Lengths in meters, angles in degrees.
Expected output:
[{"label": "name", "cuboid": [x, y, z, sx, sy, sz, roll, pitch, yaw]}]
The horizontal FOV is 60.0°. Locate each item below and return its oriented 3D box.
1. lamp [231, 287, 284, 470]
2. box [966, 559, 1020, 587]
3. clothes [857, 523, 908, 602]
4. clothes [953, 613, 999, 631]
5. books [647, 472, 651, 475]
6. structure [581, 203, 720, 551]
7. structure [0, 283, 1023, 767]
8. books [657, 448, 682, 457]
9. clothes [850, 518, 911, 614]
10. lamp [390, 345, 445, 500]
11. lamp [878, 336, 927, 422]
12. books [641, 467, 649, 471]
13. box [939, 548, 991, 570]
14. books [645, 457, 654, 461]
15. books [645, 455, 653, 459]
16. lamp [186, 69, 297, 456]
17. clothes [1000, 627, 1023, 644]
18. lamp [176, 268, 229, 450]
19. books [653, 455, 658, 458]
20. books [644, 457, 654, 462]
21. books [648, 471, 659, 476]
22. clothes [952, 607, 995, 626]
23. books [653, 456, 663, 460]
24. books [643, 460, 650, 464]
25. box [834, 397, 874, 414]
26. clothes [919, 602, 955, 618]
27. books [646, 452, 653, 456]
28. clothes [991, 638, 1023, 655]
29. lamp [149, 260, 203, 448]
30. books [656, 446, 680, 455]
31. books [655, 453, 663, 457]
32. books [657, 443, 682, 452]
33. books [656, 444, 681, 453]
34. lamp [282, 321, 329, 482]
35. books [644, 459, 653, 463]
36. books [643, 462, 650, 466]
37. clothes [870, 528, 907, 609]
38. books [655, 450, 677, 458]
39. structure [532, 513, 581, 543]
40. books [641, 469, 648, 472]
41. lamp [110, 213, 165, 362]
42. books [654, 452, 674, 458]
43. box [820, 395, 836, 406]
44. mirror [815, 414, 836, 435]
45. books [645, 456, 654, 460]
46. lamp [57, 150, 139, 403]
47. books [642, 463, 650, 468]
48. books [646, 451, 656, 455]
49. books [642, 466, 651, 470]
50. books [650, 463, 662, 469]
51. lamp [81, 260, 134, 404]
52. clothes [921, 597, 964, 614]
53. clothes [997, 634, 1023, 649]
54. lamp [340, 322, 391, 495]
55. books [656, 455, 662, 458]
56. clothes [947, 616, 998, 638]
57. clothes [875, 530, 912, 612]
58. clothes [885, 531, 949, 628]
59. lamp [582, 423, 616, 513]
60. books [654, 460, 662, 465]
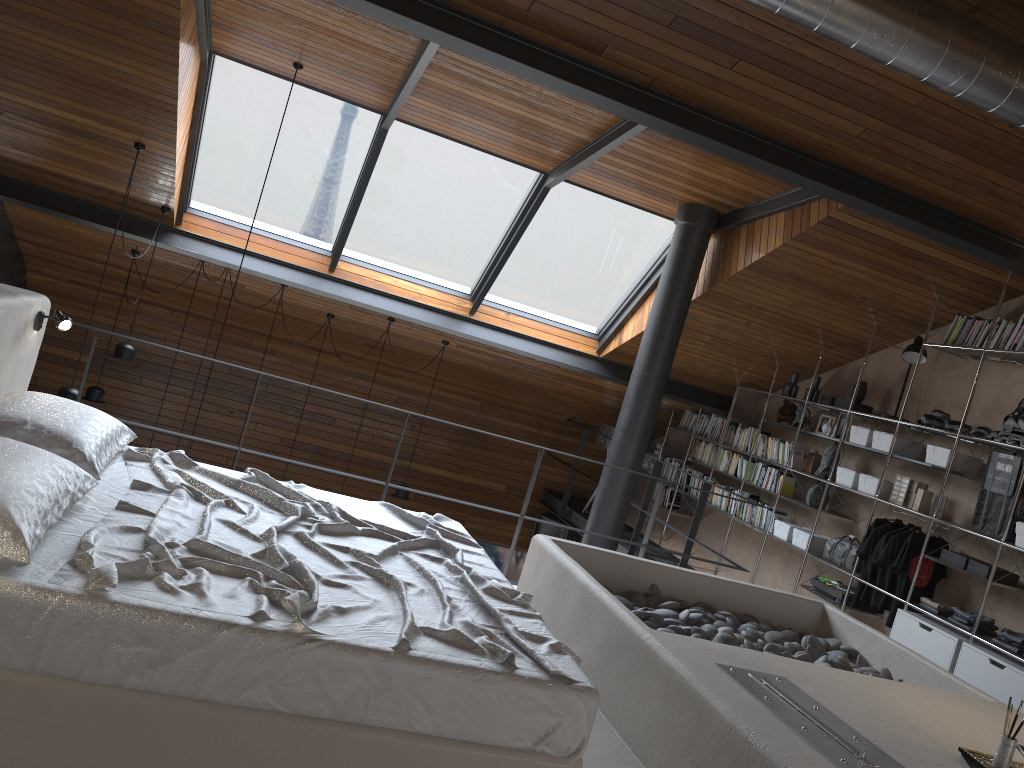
[{"label": "lamp", "cuboid": [-2.353, 0.089, 8.059, 0.210, 2.034, 0.210, 17, 2, 21]}, {"label": "box", "cuboid": [2.963, 1.166, 5.468, 0.208, 0.079, 0.207, 16, 2, -5]}, {"label": "clothes", "cuboid": [2.635, 1.277, 6.286, 0.488, 0.586, 0.074, 16, 2, -24]}, {"label": "clothes", "cuboid": [2.859, 1.472, 5.484, 0.215, 0.047, 0.191, 16, 2, -17]}, {"label": "books", "cuboid": [1.633, 1.023, 9.773, 0.252, 0.016, 0.182, 16, 2, -11]}, {"label": "structure", "cuboid": [0.724, 1.376, 6.716, 1.197, 5.700, 1.689, 16, 2, -17]}, {"label": "structure", "cuboid": [0.069, 0.823, 3.254, 4.613, 1.120, 2.634, 16, 2, -17]}, {"label": "books", "cuboid": [1.738, 0.762, 9.761, 0.234, 0.028, 0.180, 16, 2, -17]}, {"label": "clothes", "cuboid": [2.632, 1.298, 6.330, 0.424, 0.689, 0.090, 16, 2, -18]}, {"label": "lamp", "cuboid": [-0.882, 0.369, 8.760, 0.210, 1.565, 0.210, 17, 2, 21]}, {"label": "lamp", "cuboid": [2.951, -0.041, 6.637, 0.233, 0.660, 0.322, 18, 2, 36]}, {"label": "books", "cuboid": [1.584, 0.984, 10.043, 0.234, 0.016, 0.182, 16, 2, -22]}, {"label": "box", "cuboid": [2.908, 1.143, 5.695, 0.208, 0.079, 0.207, 16, 2, -18]}, {"label": "books", "cuboid": [1.633, 0.866, 10.057, 0.208, 0.013, 0.161, 16, 2, -12]}, {"label": "books", "cuboid": [1.626, 0.834, 10.042, 0.268, 0.025, 0.176, 16, 2, -17]}, {"label": "lamp", "cuboid": [-1.912, -0.608, 6.068, 0.210, 3.208, 0.210, 17, 2, 6]}, {"label": "clothes", "cuboid": [2.975, 1.481, 5.159, 0.203, 0.049, 0.184, 16, 2, -17]}, {"label": "lamp", "cuboid": [-2.714, -0.007, 7.607, 0.210, 2.273, 0.210, 17, 2, 21]}, {"label": "books", "cuboid": [1.692, 0.830, 9.765, 0.254, 0.012, 0.158, 16, 2, -5]}, {"label": "books", "cuboid": [1.620, 0.875, 10.052, 0.206, 0.012, 0.161, 16, 2, -27]}, {"label": "books", "cuboid": [1.645, 1.011, 9.758, 0.247, 0.016, 0.182, 16, 2, -17]}, {"label": "clothes", "cuboid": [2.870, 1.444, 5.500, 0.200, 0.052, 0.194, 16, 2, -15]}, {"label": "books", "cuboid": [1.691, 0.850, 9.756, 0.288, 0.025, 0.175, 16, 2, -11]}, {"label": "books", "cuboid": [1.615, 0.907, 10.030, 0.234, 0.016, 0.182, 16, 2, -27]}, {"label": "box", "cuboid": [2.732, 0.184, 7.098, 0.208, 0.079, 0.207, 16, 2, -20]}, {"label": "clothes", "cuboid": [2.796, 1.472, 5.745, 0.248, 0.043, 0.190, 16, 2, -8]}, {"label": "books", "cuboid": [1.626, 0.814, 10.050, 0.231, 0.012, 0.159, 16, 2, -12]}, {"label": "clothes", "cuboid": [2.958, 1.534, 5.169, 0.242, 0.048, 0.207, 16, 2, -20]}, {"label": "lamp", "cuboid": [-2.943, -0.152, 7.694, 0.210, 2.036, 0.210, 17, 2, 21]}, {"label": "books", "cuboid": [1.722, 0.732, 9.770, 0.216, 0.021, 0.174, 16, 2, -17]}, {"label": "books", "cuboid": [1.694, 0.804, 9.776, 0.201, 0.012, 0.161, 16, 2, -17]}, {"label": "books", "cuboid": [1.736, 0.700, 9.782, 0.228, 0.016, 0.182, 16, 2, -17]}, {"label": "books", "cuboid": [1.729, 0.714, 9.771, 0.228, 0.016, 0.182, 16, 2, -17]}, {"label": "lamp", "cuboid": [-1.996, 0.162, 8.598, 0.210, 2.002, 0.210, 17, 2, 21]}, {"label": "books", "cuboid": [1.624, 0.892, 10.046, 0.213, 0.017, 0.167, 16, 2, -22]}, {"label": "books", "cuboid": [1.611, 0.923, 10.032, 0.234, 0.016, 0.182, 16, 2, -12]}, {"label": "clothes", "cuboid": [2.697, 1.298, 6.178, 0.488, 0.586, 0.074, 16, 2, -24]}, {"label": "books", "cuboid": [1.711, 0.777, 9.754, 0.228, 0.016, 0.182, 16, 2, -17]}, {"label": "structure", "cuboid": [0.522, 1.919, 10.497, 0.462, 0.735, 0.487, 17, 2, 33]}, {"label": "books", "cuboid": [1.570, 0.995, 10.057, 0.234, 0.016, 0.182, 16, 2, -17]}, {"label": "lamp", "cuboid": [-2.912, -0.780, 7.020, 0.210, 1.206, 0.210, 17, 2, 21]}, {"label": "books", "cuboid": [1.694, 0.789, 9.765, 0.208, 0.017, 0.167, 16, 2, -17]}, {"label": "box", "cuboid": [2.680, 0.162, 7.308, 0.208, 0.079, 0.207, 16, 2, -3]}, {"label": "mirror", "cuboid": [2.615, 0.347, 7.369, 0.130, 0.168, 0.069, 18, 2, 43]}, {"label": "books", "cuboid": [1.632, 0.855, 10.046, 0.206, 0.013, 0.161, 16, 2, -22]}, {"label": "lamp", "cuboid": [-2.851, -0.742, 6.176, 0.210, 1.854, 0.210, 17, 2, 21]}, {"label": "books", "cuboid": [1.594, 0.941, 10.044, 0.240, 0.028, 0.180, 16, 2, -27]}, {"label": "books", "cuboid": [1.645, 0.806, 10.050, 0.206, 0.012, 0.161, 16, 2, -17]}, {"label": "books", "cuboid": [1.590, 0.965, 10.047, 0.221, 0.021, 0.174, 16, 2, -17]}, {"label": "books", "cuboid": [1.667, 0.927, 9.758, 0.258, 0.028, 0.180, 16, 2, -11]}, {"label": "lamp", "cuboid": [-3.553, -0.510, 7.921, 0.210, 1.369, 0.210, 17, 2, 21]}, {"label": "clothes", "cuboid": [2.792, 1.438, 5.738, 0.221, 0.050, 0.196, 16, 2, -14]}, {"label": "clothes", "cuboid": [2.950, 1.505, 5.157, 0.203, 0.053, 0.198, 16, 2, -13]}, {"label": "lamp", "cuboid": [-1.411, 0.292, 8.437, 0.210, 1.911, 0.210, 17, 2, 21]}, {"label": "books", "cuboid": [1.709, 0.821, 9.763, 0.222, 0.012, 0.160, 16, 2, -11]}, {"label": "clothes", "cuboid": [2.867, 1.501, 5.492, 0.243, 0.045, 0.208, 16, 2, -17]}, {"label": "clothes", "cuboid": [2.685, 1.297, 6.106, 0.488, 0.586, 0.074, 16, 2, -24]}, {"label": "clothes", "cuboid": [2.732, 1.338, 5.978, 0.424, 0.689, 0.090, 16, 2, -18]}, {"label": "lamp", "cuboid": [1.063, 0.977, 9.847, 0.475, 1.002, 0.475, 17, 2, 7]}, {"label": "books", "cuboid": [1.694, 0.885, 9.758, 0.225, 0.017, 0.167, 16, 2, -17]}]
